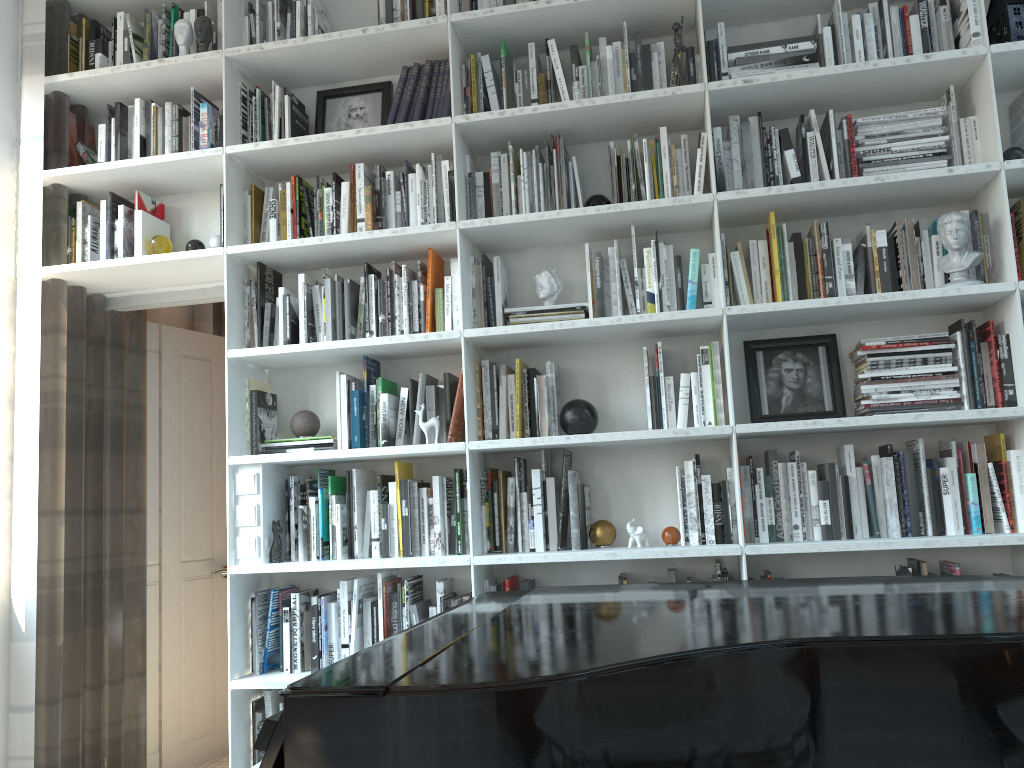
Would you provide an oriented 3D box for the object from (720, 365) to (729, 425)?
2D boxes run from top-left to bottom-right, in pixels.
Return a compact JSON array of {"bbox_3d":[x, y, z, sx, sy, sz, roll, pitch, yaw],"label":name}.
[{"bbox_3d":[0.705,0.048,2.954,0.017,0.215,0.103,-4,-7,10],"label":"object"}]

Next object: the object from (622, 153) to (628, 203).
[{"bbox_3d":[0.400,-0.667,3.086,0.010,0.225,0.142,-4,-7,10],"label":"object"}]

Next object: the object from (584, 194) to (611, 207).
[{"bbox_3d":[0.295,-0.602,3.047,0.097,0.098,0.097,2,-9,-30],"label":"object"}]

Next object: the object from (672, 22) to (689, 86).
[{"bbox_3d":[0.564,-1.078,2.945,0.075,0.254,0.075,-2,-7,-10],"label":"object"}]

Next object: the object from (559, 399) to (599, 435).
[{"bbox_3d":[0.226,0.118,2.997,0.134,0.135,0.134,2,-9,-30],"label":"object"}]

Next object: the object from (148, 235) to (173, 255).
[{"bbox_3d":[-1.319,-0.515,3.327,0.087,0.087,0.087,2,-9,-30],"label":"object"}]

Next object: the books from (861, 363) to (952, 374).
[{"bbox_3d":[1.249,-0.038,2.835,0.254,0.012,0.161,-5,-8,13],"label":"books"}]

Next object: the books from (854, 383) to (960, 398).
[{"bbox_3d":[1.253,0.022,2.832,0.285,0.012,0.159,-4,-8,11],"label":"books"}]

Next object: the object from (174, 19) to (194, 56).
[{"bbox_3d":[-1.226,-1.269,3.313,0.067,0.197,0.067,3,-9,-37],"label":"object"}]

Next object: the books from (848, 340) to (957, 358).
[{"bbox_3d":[1.245,-0.111,2.839,0.285,0.012,0.159,-4,-8,6],"label":"books"}]

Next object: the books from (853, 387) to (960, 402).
[{"bbox_3d":[1.254,0.034,2.833,0.285,0.012,0.159,-4,-8,10],"label":"books"}]

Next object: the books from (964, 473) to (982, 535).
[{"bbox_3d":[1.405,0.370,2.741,0.023,0.183,0.169,-4,-8,10],"label":"books"}]

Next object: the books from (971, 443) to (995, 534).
[{"bbox_3d":[1.439,0.325,2.752,0.026,0.271,0.175,-4,-7,10],"label":"books"}]

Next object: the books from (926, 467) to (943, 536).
[{"bbox_3d":[1.296,0.367,2.769,0.024,0.207,0.183,-4,-8,10],"label":"books"}]

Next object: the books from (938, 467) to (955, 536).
[{"bbox_3d":[1.333,0.365,2.761,0.023,0.204,0.167,-4,-8,10],"label":"books"}]

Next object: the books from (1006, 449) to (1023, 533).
[{"bbox_3d":[1.529,0.329,2.718,0.033,0.246,0.176,-4,-7,10],"label":"books"}]

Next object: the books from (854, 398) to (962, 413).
[{"bbox_3d":[1.255,0.069,2.826,0.285,0.012,0.159,-4,-8,9],"label":"books"}]

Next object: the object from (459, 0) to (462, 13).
[{"bbox_3d":[-0.171,-1.383,3.273,0.012,0.284,0.159,-4,-7,10],"label":"object"}]

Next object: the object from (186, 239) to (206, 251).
[{"bbox_3d":[-1.196,-0.510,3.352,0.071,0.072,0.071,-1,-8,-12],"label":"object"}]

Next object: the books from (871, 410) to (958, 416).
[{"bbox_3d":[1.256,0.104,2.815,0.254,0.012,0.161,-4,-8,7],"label":"books"}]

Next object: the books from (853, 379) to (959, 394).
[{"bbox_3d":[1.252,0.010,2.831,0.285,0.012,0.159,-5,-8,12],"label":"books"}]

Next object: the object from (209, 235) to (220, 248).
[{"bbox_3d":[-1.096,-0.521,3.313,0.071,0.072,0.071,-1,-8,-12],"label":"object"}]

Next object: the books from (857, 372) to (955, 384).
[{"bbox_3d":[1.250,-0.015,2.828,0.254,0.012,0.161,-4,-8,6],"label":"books"}]

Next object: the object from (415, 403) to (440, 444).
[{"bbox_3d":[-0.281,0.135,2.952,0.081,0.140,0.044,-2,-7,-6],"label":"object"}]

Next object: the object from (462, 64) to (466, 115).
[{"bbox_3d":[-0.152,-1.004,3.225,0.012,0.253,0.161,-4,-7,10],"label":"object"}]

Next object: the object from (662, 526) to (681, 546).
[{"bbox_3d":[0.514,0.491,2.865,0.061,0.062,0.061,2,-9,-30],"label":"object"}]

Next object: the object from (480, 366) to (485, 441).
[{"bbox_3d":[-0.085,0.079,3.100,0.012,0.270,0.130,-4,-7,10],"label":"object"}]

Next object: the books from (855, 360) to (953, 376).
[{"bbox_3d":[1.249,-0.050,2.836,0.254,0.012,0.161,-4,-8,8],"label":"books"}]

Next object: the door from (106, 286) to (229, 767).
[{"bbox_3d":[-1.224,0.657,3.805,0.834,1.978,0.787,-4,-7,10],"label":"door"}]

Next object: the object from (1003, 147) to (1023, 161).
[{"bbox_3d":[1.554,-0.697,2.747,0.071,0.072,0.071,2,-9,-30],"label":"object"}]

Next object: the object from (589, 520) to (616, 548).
[{"bbox_3d":[0.302,0.498,2.949,0.091,0.092,0.091,-1,-8,-12],"label":"object"}]

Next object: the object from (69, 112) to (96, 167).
[{"bbox_3d":[-1.703,-0.911,3.500,0.035,0.295,0.176,-4,-7,10],"label":"object"}]

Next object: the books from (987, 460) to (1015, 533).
[{"bbox_3d":[1.499,0.346,2.728,0.011,0.216,0.166,-4,-7,10],"label":"books"}]

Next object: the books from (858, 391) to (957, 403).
[{"bbox_3d":[1.252,0.044,2.820,0.254,0.012,0.161,-4,-8,6],"label":"books"}]

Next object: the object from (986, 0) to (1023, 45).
[{"bbox_3d":[1.607,-1.144,2.818,0.135,0.248,0.136,-3,-7,1],"label":"object"}]

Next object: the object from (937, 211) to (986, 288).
[{"bbox_3d":[1.360,-0.401,2.715,0.137,0.243,0.138,0,-8,-24],"label":"object"}]

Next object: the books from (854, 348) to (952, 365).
[{"bbox_3d":[1.246,-0.087,2.839,0.254,0.012,0.161,-4,-8,7],"label":"books"}]

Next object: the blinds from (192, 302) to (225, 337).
[{"bbox_3d":[-1.446,0.154,4.681,0.140,3.226,0.777,-4,-7,10],"label":"blinds"}]

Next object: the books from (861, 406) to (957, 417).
[{"bbox_3d":[1.256,0.092,2.821,0.254,0.012,0.161,-5,-8,12],"label":"books"}]

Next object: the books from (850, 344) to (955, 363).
[{"bbox_3d":[1.247,-0.098,2.845,0.285,0.012,0.159,-5,-8,12],"label":"books"}]

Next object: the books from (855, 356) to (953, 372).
[{"bbox_3d":[1.248,-0.062,2.836,0.254,0.012,0.161,-4,-8,7],"label":"books"}]

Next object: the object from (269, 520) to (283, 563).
[{"bbox_3d":[-0.806,0.539,3.028,0.045,0.146,0.045,3,-9,-41],"label":"object"}]

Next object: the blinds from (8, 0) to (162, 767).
[{"bbox_3d":[-1.669,0.008,3.532,0.140,3.226,0.777,-4,-7,10],"label":"blinds"}]

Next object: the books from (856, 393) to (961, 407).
[{"bbox_3d":[1.253,0.056,2.818,0.285,0.012,0.159,-5,-8,15],"label":"books"}]

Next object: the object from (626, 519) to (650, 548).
[{"bbox_3d":[0.407,0.481,2.863,0.060,0.095,0.078,-7,-8,27],"label":"object"}]

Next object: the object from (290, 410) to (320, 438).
[{"bbox_3d":[-0.742,0.147,3.183,0.105,0.106,0.105,-1,-8,-12],"label":"object"}]

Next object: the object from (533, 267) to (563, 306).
[{"bbox_3d":[0.126,-0.332,3.090,0.095,0.156,0.121,-6,-8,24],"label":"object"}]

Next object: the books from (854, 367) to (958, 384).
[{"bbox_3d":[1.249,-0.027,2.828,0.285,0.012,0.159,-5,-8,15],"label":"books"}]

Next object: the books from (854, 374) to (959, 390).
[{"bbox_3d":[1.250,-0.003,2.826,0.285,0.012,0.159,-5,-8,15],"label":"books"}]

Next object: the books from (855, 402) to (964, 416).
[{"bbox_3d":[1.254,0.080,2.815,0.285,0.012,0.159,-4,-8,6],"label":"books"}]

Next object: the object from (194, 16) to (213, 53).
[{"bbox_3d":[-1.147,-1.274,3.299,0.067,0.197,0.067,3,-9,-37],"label":"object"}]

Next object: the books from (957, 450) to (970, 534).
[{"bbox_3d":[1.390,0.338,2.773,0.014,0.255,0.145,-4,-7,10],"label":"books"}]

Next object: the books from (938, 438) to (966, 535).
[{"bbox_3d":[1.374,0.320,2.770,0.014,0.293,0.137,-4,-7,10],"label":"books"}]

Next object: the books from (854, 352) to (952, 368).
[{"bbox_3d":[1.247,-0.074,2.839,0.254,0.012,0.161,-4,-8,8],"label":"books"}]

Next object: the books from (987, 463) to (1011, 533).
[{"bbox_3d":[1.473,0.350,2.731,0.042,0.212,0.169,-4,-7,10],"label":"books"}]

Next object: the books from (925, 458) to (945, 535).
[{"bbox_3d":[1.316,0.353,2.778,0.014,0.234,0.154,-4,-7,10],"label":"books"}]

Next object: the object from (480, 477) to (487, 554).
[{"bbox_3d":[-0.080,0.449,3.044,0.012,0.253,0.161,-4,-7,10],"label":"object"}]

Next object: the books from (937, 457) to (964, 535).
[{"bbox_3d":[1.355,0.349,2.759,0.023,0.234,0.175,-4,-7,10],"label":"books"}]
